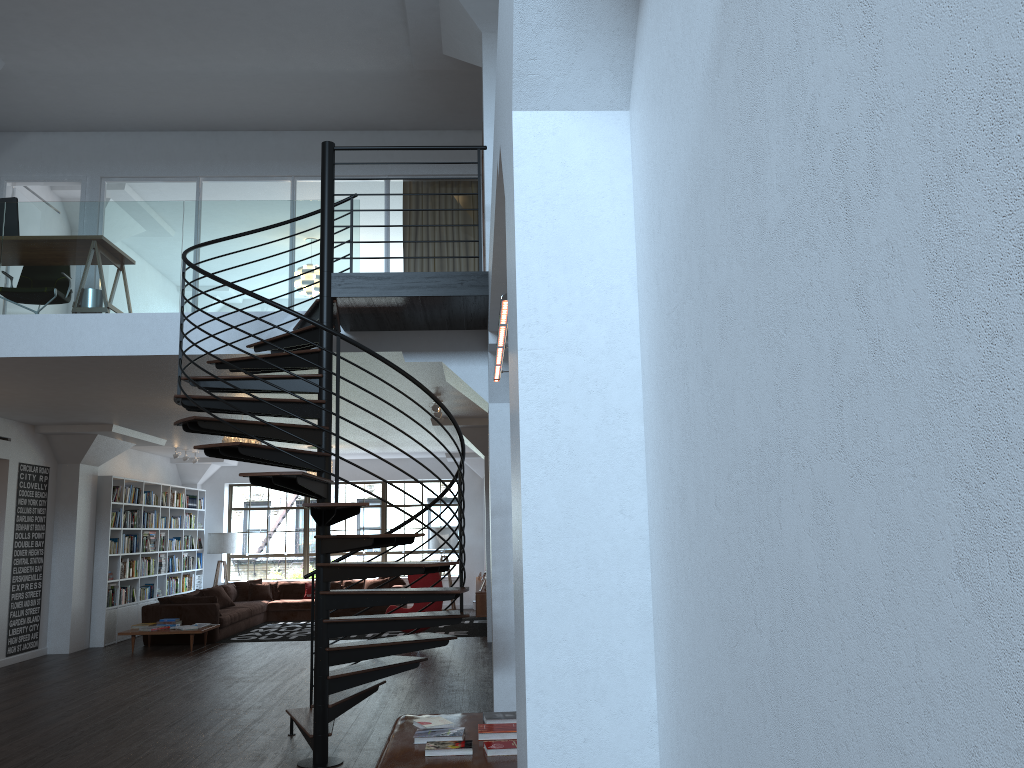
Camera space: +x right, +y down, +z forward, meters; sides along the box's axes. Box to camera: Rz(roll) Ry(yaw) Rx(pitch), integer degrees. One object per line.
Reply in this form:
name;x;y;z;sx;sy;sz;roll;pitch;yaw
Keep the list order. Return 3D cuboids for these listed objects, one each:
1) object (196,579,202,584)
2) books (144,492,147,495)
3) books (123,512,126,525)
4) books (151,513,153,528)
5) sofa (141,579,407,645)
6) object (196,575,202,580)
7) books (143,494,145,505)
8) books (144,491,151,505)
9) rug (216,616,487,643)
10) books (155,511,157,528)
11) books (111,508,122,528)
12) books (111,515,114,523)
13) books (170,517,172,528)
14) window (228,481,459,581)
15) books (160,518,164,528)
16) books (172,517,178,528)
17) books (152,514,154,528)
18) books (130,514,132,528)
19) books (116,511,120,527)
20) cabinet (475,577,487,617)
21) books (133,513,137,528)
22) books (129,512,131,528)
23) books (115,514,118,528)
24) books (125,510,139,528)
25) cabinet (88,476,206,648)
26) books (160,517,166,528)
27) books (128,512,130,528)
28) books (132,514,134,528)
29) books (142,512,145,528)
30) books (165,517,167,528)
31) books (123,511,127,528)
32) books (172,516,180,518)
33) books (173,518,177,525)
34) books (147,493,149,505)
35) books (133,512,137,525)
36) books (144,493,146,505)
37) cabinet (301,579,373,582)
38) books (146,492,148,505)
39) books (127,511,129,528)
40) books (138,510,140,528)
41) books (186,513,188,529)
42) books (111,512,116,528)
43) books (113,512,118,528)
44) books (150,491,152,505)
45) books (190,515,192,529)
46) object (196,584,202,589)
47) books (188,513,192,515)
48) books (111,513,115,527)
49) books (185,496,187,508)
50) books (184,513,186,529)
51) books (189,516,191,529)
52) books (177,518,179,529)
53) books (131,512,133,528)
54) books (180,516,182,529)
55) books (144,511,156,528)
object;-6.093;3.761;16.822;0.331;0.088;0.410;-1;-9;-2
books;-5.977;1.852;14.309;0.146;0.202;0.027;-1;-9;-2
books;-5.943;2.057;13.383;0.174;0.236;0.142;-1;-9;-2
books;-5.979;2.240;14.517;0.170;0.245;0.057;-1;-9;-2
sofa;-3.650;3.704;14.770;3.481;0.664;4.197;-1;-9;-2
object;-6.102;3.675;16.836;0.316;0.088;0.410;-1;-9;-2
books;-5.965;1.851;14.219;0.126;0.173;0.032;-1;-9;-2
books;-5.984;1.869;14.503;0.140;0.231;0.042;-1;-9;-2
rug;-2.269;3.924;14.269;4.200;0.007;3.100;-1;-9;-1
books;-5.993;2.252;14.705;0.197;0.283;0.065;-1;-9;-2
books;-5.914;2.000;13.209;0.176;0.290;0.053;-1;-9;-2
books;-5.908;2.004;12.904;0.161;0.182;0.170;-1;-9;-2
books;-6.005;2.415;15.432;0.146;0.202;0.027;-1;-9;-2
window;-3.384;2.973;17.992;4.648;1.905;0.114;-1;-9;-2
books;-5.992;2.373;15.087;0.126;0.173;0.032;-1;-9;-2
books;-6.029;2.480;15.812;0.127;0.200;0.020;-1;-9;-2
books;-5.977;2.251;14.567;0.174;0.239;0.045;-1;-9;-2
books;-5.955;2.111;13.670;0.161;0.223;0.033;-1;-9;-2
books;-5.920;2.011;13.129;0.174;0.242;0.105;-1;-9;-2
cabinet;-0.381;3.554;15.028;0.459;0.350;4.501;-1;-9;-2
books;-5.953;2.127;13.819;0.174;0.240;0.054;-1;-9;-2
books;-5.953;2.093;13.636;0.171;0.246;0.039;-1;-9;-2
books;-5.925;2.005;13.089;0.172;0.239;0.093;-1;-9;-2
books;-5.976;2.124;13.935;0.198;0.284;0.049;-1;-9;-2
cabinet;-6.103;2.897;14.920;0.461;2.414;4.500;-1;-9;-2
books;-5.997;2.373;15.144;0.139;0.191;0.036;-1;-9;-2
books;-5.954;2.085;13.598;0.160;0.251;0.039;-1;-9;-2
books;-5.946;2.123;13.743;0.161;0.223;0.032;-1;-9;-2
books;-5.955;2.175;14.151;0.182;0.253;0.034;-1;-9;-2
books;-5.996;2.378;15.204;0.146;0.202;0.027;-1;-9;-2
books;-5.946;2.063;13.474;0.183;0.253;0.042;-1;-9;-2
books;-6.034;2.483;15.928;0.140;0.231;0.042;-1;-9;-2
books;-6.028;2.477;15.743;0.134;0.184;0.030;-1;-9;-2
books;-5.976;1.870;14.417;0.146;0.202;0.027;-1;-9;-2
books;-5.966;2.134;13.893;0.160;0.251;0.031;-1;-9;-2
books;-5.970;1.851;14.276;0.139;0.191;0.036;-1;-9;-2
cabinet;-3.334;4.129;17.249;1.520;0.625;0.350;-1;-9;-2
books;-5.969;1.856;14.336;0.146;0.202;0.027;-1;-9;-2
books;-5.955;2.074;13.559;0.180;0.259;0.042;-1;-9;-2
books;-5.962;2.130;13.987;0.176;0.291;0.053;-1;-9;-2
books;-6.044;2.507;16.247;0.176;0.290;0.053;-1;-9;-3
books;-5.914;1.997;13.014;0.152;0.232;0.104;-1;-9;-2
books;-5.912;2.000;13.046;0.172;0.235;0.112;-1;-9;-2
books;-5.991;1.880;14.550;0.158;0.226;0.052;-1;-9;-2
books;-6.045;2.565;16.479;0.183;0.253;0.034;-1;-9;-3
object;-6.091;3.848;16.808;0.331;0.088;0.410;-1;-9;-2
books;-6.056;2.552;16.516;0.176;0.290;0.036;-1;-9;-3
books;-5.916;1.999;12.984;0.161;0.218;0.101;-1;-9;-2
books;-6.047;2.164;16.250;0.161;0.223;0.032;-1;-9;-2
books;-6.047;2.492;16.138;0.198;0.284;0.066;-1;-9;-3
books;-6.055;2.565;16.439;0.174;0.240;0.045;-1;-9;-3
books;-6.029;2.487;15.845;0.136;0.196;0.045;-1;-9;-2
books;-5.959;2.102;13.709;0.183;0.253;0.042;-1;-9;-2
books;-6.039;2.494;15.975;0.158;0.226;0.052;-1;-9;-2
books;-5.986;2.239;14.646;0.176;0.290;0.053;-1;-9;-2
